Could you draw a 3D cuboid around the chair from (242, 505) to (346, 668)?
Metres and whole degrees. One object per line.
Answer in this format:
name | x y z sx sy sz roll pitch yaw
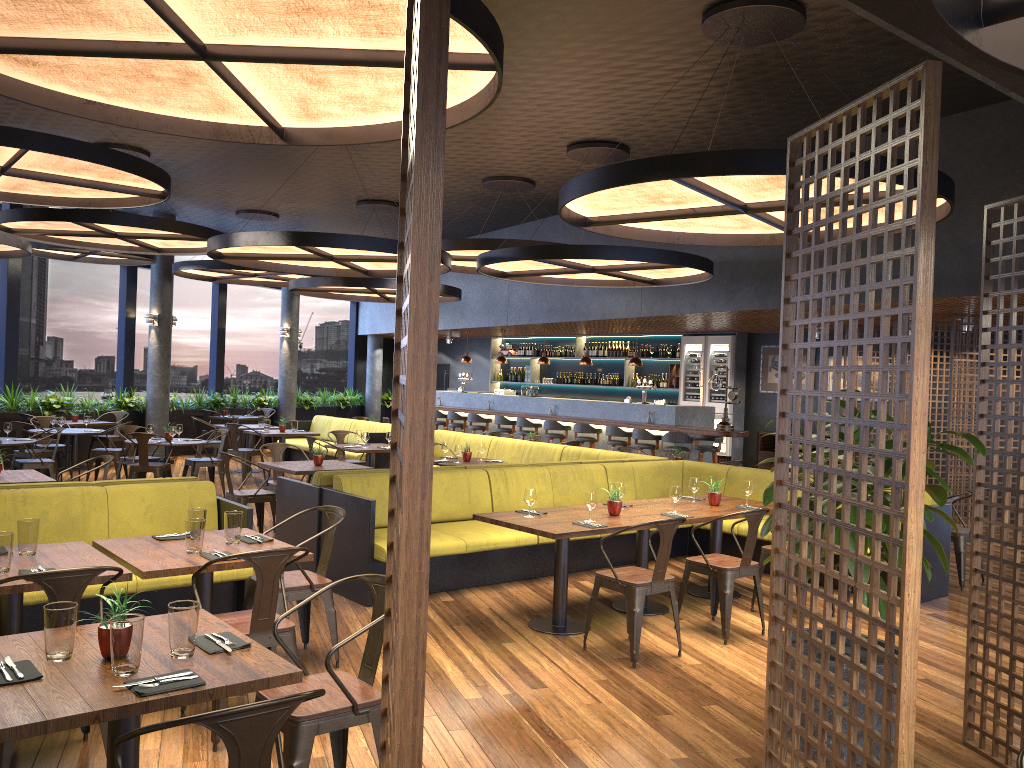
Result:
chair | -1.288 1.205 5.288 0.541 0.917 0.504 2 0 -39

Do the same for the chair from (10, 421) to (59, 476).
chair | -6.548 0.960 12.107 0.504 0.917 0.541 2 0 23

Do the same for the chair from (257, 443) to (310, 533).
chair | -2.515 1.128 9.801 0.504 0.917 0.541 2 0 -39

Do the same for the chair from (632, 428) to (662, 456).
chair | 2.070 1.210 13.755 0.438 1.048 0.483 2 0 -10

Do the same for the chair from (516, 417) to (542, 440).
chair | 0.281 1.127 15.959 0.438 1.048 0.483 2 0 -10

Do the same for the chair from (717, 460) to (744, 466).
chair | 2.380 1.310 10.268 0.504 0.917 0.541 2 0 -39

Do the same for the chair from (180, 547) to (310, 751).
chair | -1.285 1.212 4.314 0.504 0.917 0.541 2 0 -39

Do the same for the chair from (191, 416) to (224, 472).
chair | -5.040 1.000 14.680 0.541 0.917 0.504 2 0 -20

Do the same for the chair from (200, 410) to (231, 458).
chair | -5.786 0.954 17.230 0.504 0.917 0.541 2 0 26

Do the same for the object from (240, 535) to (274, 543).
object | -1.468 0.886 5.084 0.157 0.019 0.255 2 1 -40

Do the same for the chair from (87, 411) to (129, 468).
chair | -6.844 0.929 15.091 0.504 0.917 0.541 2 0 15

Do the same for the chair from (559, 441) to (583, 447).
chair | 0.691 1.232 12.372 0.504 0.917 0.541 2 0 -39

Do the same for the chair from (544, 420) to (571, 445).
chair | 0.775 1.149 15.414 0.483 1.048 0.438 2 0 11

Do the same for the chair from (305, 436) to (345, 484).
chair | -2.396 1.122 11.399 0.541 0.917 0.504 2 0 -39

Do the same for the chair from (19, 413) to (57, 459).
chair | -7.415 0.915 13.887 0.504 0.917 0.541 2 0 36

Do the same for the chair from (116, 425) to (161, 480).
chair | -4.968 1.022 11.796 0.541 0.917 0.504 2 0 33

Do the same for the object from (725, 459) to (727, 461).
object | 3.786 1.437 15.706 0.056 0.205 0.057 2 0 26

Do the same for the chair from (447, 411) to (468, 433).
chair | -1.076 1.065 17.600 0.438 1.048 0.483 2 0 -10

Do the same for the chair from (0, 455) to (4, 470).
chair | -4.833 1.053 7.916 0.504 0.917 0.541 2 0 -39

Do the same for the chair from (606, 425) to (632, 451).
chair | 1.730 1.193 14.280 0.483 1.048 0.438 2 0 22

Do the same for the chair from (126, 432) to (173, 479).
chair | -4.504 1.045 11.012 0.504 0.917 0.541 2 0 0

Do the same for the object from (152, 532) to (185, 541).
object | -1.923 0.869 5.096 0.255 0.019 0.157 2 1 -40

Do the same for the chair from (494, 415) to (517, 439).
chair | -0.107 1.109 16.524 0.483 1.048 0.438 2 0 22

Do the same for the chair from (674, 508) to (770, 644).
chair | 1.517 1.304 6.282 0.504 0.917 0.541 2 0 -39

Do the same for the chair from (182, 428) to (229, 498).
chair | -4.092 1.054 11.874 0.541 0.917 0.504 2 0 -39

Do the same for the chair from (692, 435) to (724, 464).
chair | 3.006 1.245 13.708 0.483 1.048 0.438 2 0 22

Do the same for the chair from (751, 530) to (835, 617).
chair | 2.220 1.327 6.853 0.504 0.917 0.541 2 0 -39

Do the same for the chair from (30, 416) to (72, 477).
chair | -6.784 0.945 13.033 0.541 0.917 0.504 3 1 42

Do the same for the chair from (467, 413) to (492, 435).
chair | -0.650 1.085 17.009 0.438 1.048 0.483 2 0 -19

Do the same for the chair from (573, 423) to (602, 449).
chair | 1.237 1.171 14.879 0.438 1.048 0.483 2 0 -25

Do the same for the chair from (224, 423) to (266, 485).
chair | -4.076 1.044 13.456 0.504 0.917 0.541 2 0 28

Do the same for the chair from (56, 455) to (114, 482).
chair | -3.817 1.092 7.810 0.541 0.917 0.504 2 0 -39

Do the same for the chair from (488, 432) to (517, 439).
chair | -0.093 1.196 13.338 0.504 0.917 0.541 2 0 -39

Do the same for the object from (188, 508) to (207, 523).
object | -1.780 0.795 5.005 0.102 0.178 0.102 2 0 -3

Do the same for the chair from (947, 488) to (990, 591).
chair | 4.090 1.388 8.195 0.504 0.917 0.541 2 0 -39

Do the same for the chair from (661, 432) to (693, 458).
chair | 2.449 1.227 13.305 0.483 1.048 0.438 3 1 43

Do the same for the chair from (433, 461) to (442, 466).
chair | -1.027 1.183 9.957 0.541 0.917 0.504 2 0 -39

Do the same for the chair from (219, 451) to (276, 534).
chair | -2.648 1.129 8.859 0.541 0.917 0.504 2 0 -39

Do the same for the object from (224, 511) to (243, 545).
object | -1.555 0.804 4.944 0.102 0.178 0.102 2 0 37

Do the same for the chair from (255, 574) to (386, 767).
chair | -0.715 1.239 3.457 0.541 0.917 0.504 2 0 -39

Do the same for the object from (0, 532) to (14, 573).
object | -2.360 0.779 4.096 0.102 0.178 0.102 2 0 37

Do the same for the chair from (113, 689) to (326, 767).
chair | -0.809 1.243 2.419 0.504 0.917 0.541 2 0 -39

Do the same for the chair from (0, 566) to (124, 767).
chair | -1.959 1.190 3.766 0.504 0.917 0.541 2 0 -39

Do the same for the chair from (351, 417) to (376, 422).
chair | -2.713 1.076 16.422 0.504 0.917 0.541 2 0 -39

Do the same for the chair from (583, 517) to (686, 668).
chair | 0.818 1.282 5.714 0.504 0.917 0.541 2 0 -39

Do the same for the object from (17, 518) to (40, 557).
object | -2.439 0.774 4.469 0.102 0.178 0.102 2 0 -3

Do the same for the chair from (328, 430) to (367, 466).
chair | -2.303 1.119 12.376 0.504 0.917 0.541 2 0 -39

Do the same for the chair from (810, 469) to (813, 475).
chair | 3.318 1.353 9.148 0.504 0.917 0.541 2 0 -39

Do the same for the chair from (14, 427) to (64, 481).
chair | -5.867 0.993 10.983 0.541 0.917 0.504 2 0 -39

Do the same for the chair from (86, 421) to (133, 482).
chair | -5.754 0.986 12.726 0.541 0.917 0.504 2 0 -9

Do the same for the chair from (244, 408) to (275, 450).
chair | -5.223 0.967 18.434 0.504 0.917 0.541 2 0 16

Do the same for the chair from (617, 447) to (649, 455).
chair | 1.595 1.274 11.235 0.504 0.917 0.541 2 0 -39

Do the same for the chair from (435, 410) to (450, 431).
chair | -1.448 1.047 18.178 0.483 1.048 0.438 2 0 22

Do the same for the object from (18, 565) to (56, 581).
object | -2.176 0.866 4.090 0.157 0.019 0.255 2 1 -40

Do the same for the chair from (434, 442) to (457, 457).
chair | -0.930 1.181 10.835 0.504 0.917 0.541 2 0 -39
